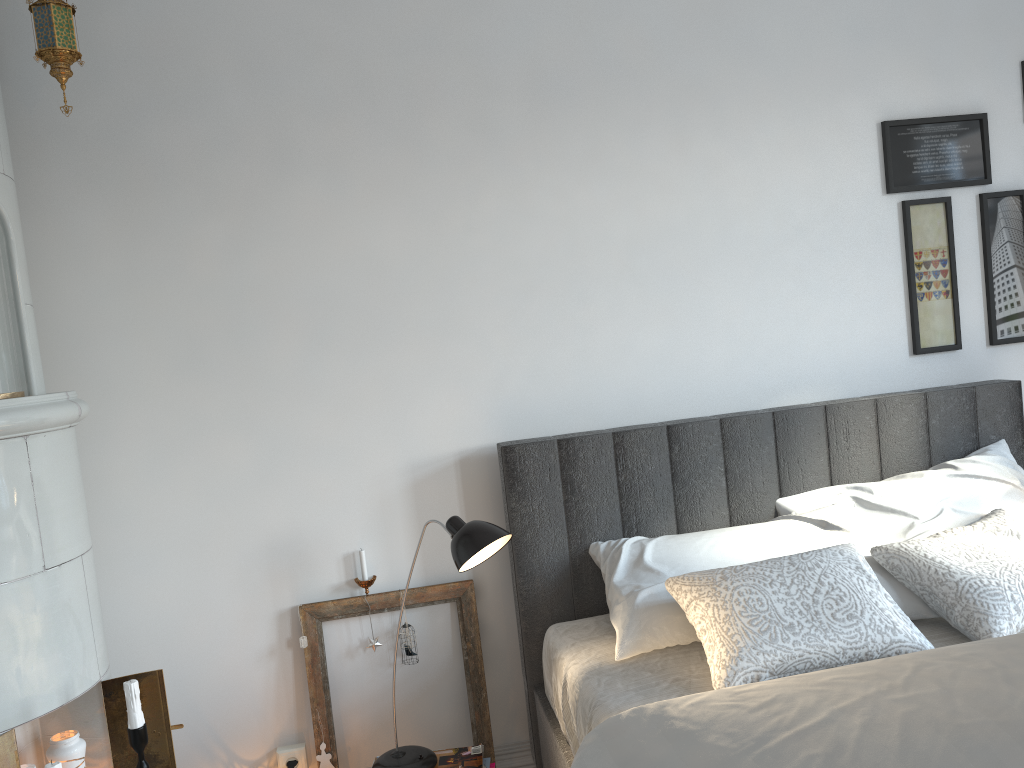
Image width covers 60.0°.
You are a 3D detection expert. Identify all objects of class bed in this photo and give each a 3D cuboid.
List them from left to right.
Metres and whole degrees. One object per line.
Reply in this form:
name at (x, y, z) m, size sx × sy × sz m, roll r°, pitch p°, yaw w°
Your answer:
bed at (1.002, 0.638, 1.764) m, size 1.887 × 1.048 × 2.174 m, roll -7°, pitch 3°, yaw -8°

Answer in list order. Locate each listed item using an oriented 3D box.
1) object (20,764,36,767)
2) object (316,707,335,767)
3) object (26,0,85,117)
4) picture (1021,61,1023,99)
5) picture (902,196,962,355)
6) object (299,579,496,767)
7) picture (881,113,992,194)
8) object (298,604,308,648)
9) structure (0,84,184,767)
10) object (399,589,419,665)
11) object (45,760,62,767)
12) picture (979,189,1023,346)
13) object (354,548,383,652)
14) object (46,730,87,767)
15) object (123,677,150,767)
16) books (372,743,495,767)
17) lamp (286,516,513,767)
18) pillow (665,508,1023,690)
object at (-1.125, 0.980, 2.051) m, size 0.093 × 0.180 × 0.092 m, roll -7°, pitch 4°, yaw -4°
object at (-0.558, 1.072, 2.647) m, size 0.062 × 0.221 × 0.028 m, roll -7°, pitch 4°, yaw -13°
object at (-1.144, -0.922, 2.210) m, size 0.116 × 0.506 × 0.105 m, roll -9°, pitch 5°, yaw -34°
picture at (1.754, -0.971, 2.937) m, size 0.128 × 0.202 × 0.011 m, roll -7°, pitch 4°, yaw -8°
picture at (1.380, -0.355, 2.913) m, size 0.165 × 0.505 × 0.020 m, roll -7°, pitch 4°, yaw -8°
object at (-0.341, 0.947, 2.694) m, size 0.528 × 0.631 × 0.082 m, roll -7°, pitch 4°, yaw -8°
picture at (1.386, -0.753, 2.892) m, size 0.365 × 0.232 × 0.020 m, roll -7°, pitch 4°, yaw -8°
object at (-0.630, 0.724, 2.648) m, size 0.024 × 0.127 × 0.023 m, roll -8°, pitch 4°, yaw -24°
structure at (-1.254, 0.057, 1.974) m, size 1.248 × 2.839 × 0.799 m, roll -3°, pitch 5°, yaw 37°
object at (-0.319, 0.735, 2.694) m, size 0.062 × 0.228 × 0.063 m, roll -5°, pitch 4°, yaw 16°
object at (-0.886, 1.059, 1.793) m, size 0.091 × 0.623 × 0.091 m, roll -9°, pitch 5°, yaw -30°
picture at (1.653, -0.387, 2.952) m, size 0.165 × 0.505 × 0.020 m, roll -7°, pitch 4°, yaw -8°
object at (-0.436, 0.654, 2.688) m, size 0.067 × 0.321 × 0.067 m, roll -3°, pitch 5°, yaw 41°
object at (-1.070, 0.954, 2.149) m, size 0.098 × 0.210 × 0.098 m, roll -7°, pitch 4°, yaw -10°
object at (-0.789, 0.992, 1.946) m, size 0.091 × 0.719 × 0.091 m, roll -6°, pitch 4°, yaw 1°
books at (-0.209, 1.149, 2.408) m, size 0.346 × 0.232 × 0.244 m, roll -6°, pitch 4°, yaw 0°
lamp at (-0.341, 0.813, 2.363) m, size 0.826 × 0.937 × 0.449 m, roll -6°, pitch 4°, yaw 10°
pillow at (0.958, 0.508, 2.184) m, size 1.146 × 0.226 × 0.415 m, roll -7°, pitch 3°, yaw -15°
